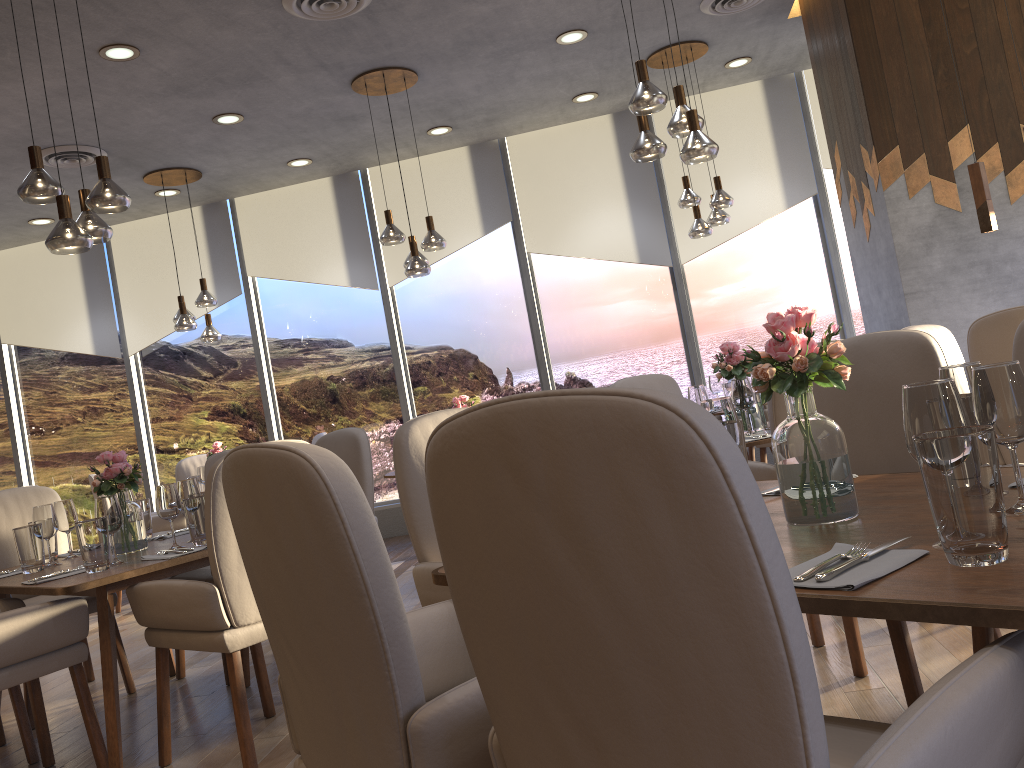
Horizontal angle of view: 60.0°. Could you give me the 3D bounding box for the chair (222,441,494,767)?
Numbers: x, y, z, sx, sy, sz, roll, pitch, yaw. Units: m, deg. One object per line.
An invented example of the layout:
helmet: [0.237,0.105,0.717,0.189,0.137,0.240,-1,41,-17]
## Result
chair: [-0.081,0.544,1.478,0.601,1.002,0.526,-8,-3,-38]

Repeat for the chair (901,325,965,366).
chair: [2.127,0.186,3.921,0.529,1.002,0.597,-9,-3,-32]

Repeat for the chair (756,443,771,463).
chair: [1.907,0.256,5.713,0.529,1.002,0.597,-8,-3,-37]

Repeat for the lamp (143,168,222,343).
lamp: [-2.558,-0.985,6.962,0.439,1.328,0.439,-10,-3,1]

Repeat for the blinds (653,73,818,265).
blinds: [1.741,-2.407,7.330,1.172,2.685,0.007,-11,-3,8]

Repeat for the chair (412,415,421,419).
chair: [-0.465,0.693,6.247,0.529,1.002,0.598,-10,-2,-11]

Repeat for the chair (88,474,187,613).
chair: [-2.749,1.111,6.596,0.601,1.002,0.526,-9,-3,-26]

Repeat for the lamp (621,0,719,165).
lamp: [0.612,-1.608,3.966,0.438,1.328,0.439,-11,-3,16]

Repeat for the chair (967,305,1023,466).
chair: [1.972,0.200,3.033,0.601,1.002,0.526,-9,-3,-35]

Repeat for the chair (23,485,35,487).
chair: [-4.094,1.364,7.211,0.598,1.002,0.528,-11,-3,22]

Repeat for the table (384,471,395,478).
table: [-0.348,0.832,5.660,0.835,0.663,0.831,-9,-2,-32]

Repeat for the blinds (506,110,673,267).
blinds: [0.527,-2.185,7.509,1.172,2.685,0.007,-11,-3,8]

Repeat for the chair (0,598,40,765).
chair: [-2.169,0.950,3.198,0.601,1.002,0.526,-8,-3,-45]

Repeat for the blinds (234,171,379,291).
blinds: [-1.969,-2.031,7.885,1.172,2.685,0.007,-11,-3,8]

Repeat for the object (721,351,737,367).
object: [1.561,-0.051,6.205,0.198,0.416,0.209,-8,-3,-44]

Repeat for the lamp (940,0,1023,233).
lamp: [2.166,-1.590,3.441,0.118,1.934,1.157,-8,-3,-36]

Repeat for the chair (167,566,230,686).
chair: [-1.277,0.805,4.188,0.526,1.002,0.601,-12,-3,39]

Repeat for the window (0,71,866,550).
window: [0.683,-0.912,4.665,8.079,3.204,16.064,-9,-1,-37]

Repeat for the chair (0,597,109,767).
chair: [-1.744,0.867,2.831,0.526,1.002,0.601,-12,-3,37]

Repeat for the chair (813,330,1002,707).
chair: [0.917,0.378,2.340,0.601,1.002,0.526,-8,-3,-43]

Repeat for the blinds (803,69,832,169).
blinds: [2.921,-2.818,7.159,1.172,2.685,0.007,-11,-3,8]

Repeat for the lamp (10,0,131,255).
lamp: [-1.848,-1.169,3.619,0.439,1.328,0.439,-11,-3,14]

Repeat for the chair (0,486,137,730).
chair: [-2.132,0.957,4.045,0.597,1.002,0.529,-12,-3,44]

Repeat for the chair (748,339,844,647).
chair: [1.085,0.364,3.278,0.529,1.002,0.598,-10,-2,-15]

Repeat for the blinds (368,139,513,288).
blinds: [-0.740,-2.255,7.703,1.172,2.685,0.007,-11,-3,8]

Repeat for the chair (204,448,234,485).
chair: [-1.950,0.962,6.300,0.529,1.002,0.597,-9,-3,-28]

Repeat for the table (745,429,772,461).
table: [0.976,0.563,3.849,0.835,0.663,0.831,-10,-2,-17]

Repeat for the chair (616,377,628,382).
chair: [1.071,0.410,5.879,0.601,1.002,0.526,-9,-3,-35]

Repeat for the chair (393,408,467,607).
chair: [0.060,0.533,2.314,0.529,1.002,0.597,-8,-3,-38]

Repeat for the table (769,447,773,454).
table: [1.662,0.478,6.162,0.834,0.663,0.832,-10,-2,-5]

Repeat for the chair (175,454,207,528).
chair: [-2.471,1.073,7.327,0.529,1.002,0.597,-9,-3,-29]

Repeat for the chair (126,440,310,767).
chair: [-0.897,0.716,2.956,0.598,1.002,0.529,-12,-3,39]

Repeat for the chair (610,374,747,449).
chair: [0.822,0.430,4.405,0.529,1.002,0.598,-10,-2,-15]

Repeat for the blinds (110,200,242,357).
blinds: [-3.156,-1.666,8.057,1.172,2.685,0.007,-11,-3,8]

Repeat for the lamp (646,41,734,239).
lamp: [1.292,-1.692,6.272,0.440,1.328,0.438,-9,-3,-24]

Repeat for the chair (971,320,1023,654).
chair: [1.274,0.307,1.910,0.601,1.002,0.526,-8,-3,-38]

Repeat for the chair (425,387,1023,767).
chair: [0.295,0.469,1.059,0.526,1.002,0.601,-13,-3,44]

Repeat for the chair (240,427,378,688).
chair: [-0.869,0.725,3.808,0.601,1.002,0.526,-8,-3,-45]

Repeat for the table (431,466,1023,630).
table: [0.640,0.586,1.684,0.967,0.667,1.302,-9,-2,-41]

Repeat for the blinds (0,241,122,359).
blinds: [-4.369,-1.444,8.237,1.172,2.685,0.007,-11,-3,8]

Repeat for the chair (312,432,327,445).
chair: [-1.702,0.930,7.071,0.601,1.002,0.526,-9,-3,-25]

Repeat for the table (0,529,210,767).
table: [-1.477,0.998,3.496,1.302,0.667,0.967,-11,-2,42]

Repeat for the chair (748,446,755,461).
chair: [2.033,0.247,6.514,0.601,1.002,0.526,-9,-3,-34]

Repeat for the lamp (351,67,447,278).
lamp: [-0.719,-1.337,5.788,0.439,1.328,0.439,-11,-3,11]
